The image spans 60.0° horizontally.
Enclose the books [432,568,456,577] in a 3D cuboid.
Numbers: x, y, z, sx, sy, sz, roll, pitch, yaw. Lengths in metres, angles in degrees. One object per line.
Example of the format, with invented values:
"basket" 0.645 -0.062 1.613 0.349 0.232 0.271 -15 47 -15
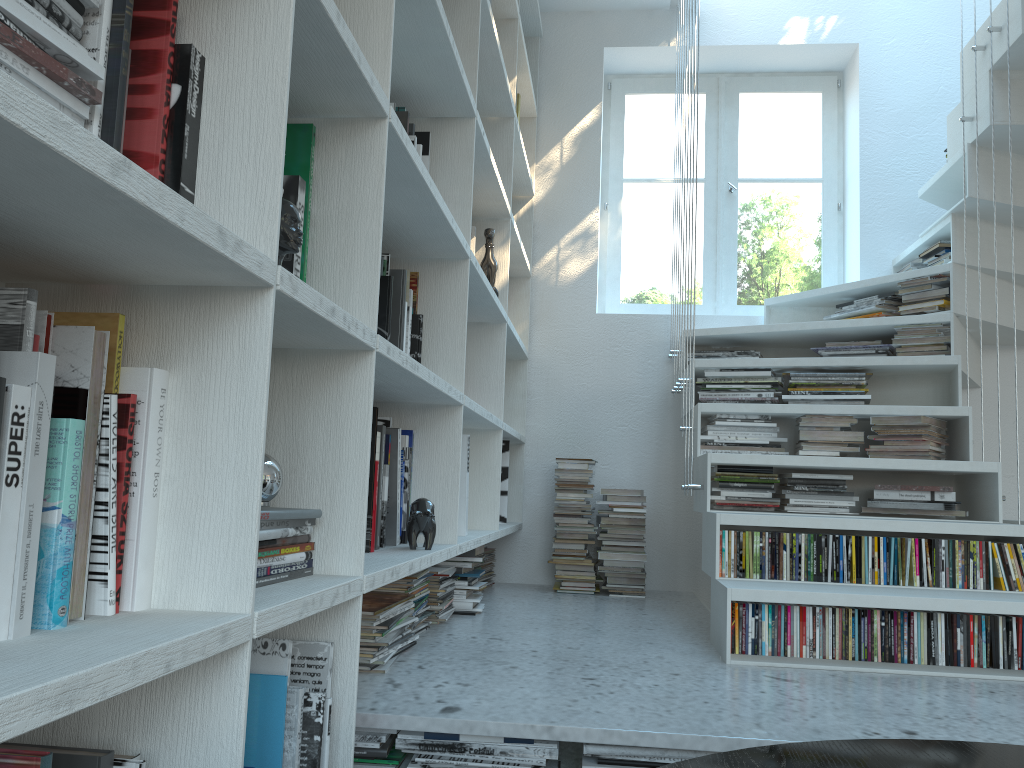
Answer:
"books" -0.278 0.575 2.759 0.205 0.007 0.368 2 -7 1

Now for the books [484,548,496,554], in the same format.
"books" -0.197 0.665 3.543 0.207 0.008 0.328 1 -7 11

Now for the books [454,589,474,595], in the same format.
"books" -0.236 0.666 2.888 0.209 0.013 0.149 1 -7 9

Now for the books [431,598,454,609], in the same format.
"books" -0.287 0.666 2.750 0.205 0.007 0.368 2 -7 3

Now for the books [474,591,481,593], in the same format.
"books" -0.242 0.748 3.132 0.203 0.009 0.321 1 -7 11

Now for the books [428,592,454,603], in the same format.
"books" -0.290 0.651 2.752 0.207 0.008 0.328 2 -7 4

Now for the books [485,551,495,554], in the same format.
"books" -0.208 0.673 3.545 0.207 0.008 0.328 0 -7 15

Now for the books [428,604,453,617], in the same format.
"books" -0.294 0.688 2.749 0.205 0.007 0.368 1 -7 7

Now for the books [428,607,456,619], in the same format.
"books" -0.288 0.696 2.747 0.207 0.008 0.328 1 -7 9

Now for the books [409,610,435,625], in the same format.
"books" -0.322 0.626 2.384 0.159 0.007 0.285 1 -7 11

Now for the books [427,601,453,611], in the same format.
"books" -0.293 0.673 2.750 0.207 0.008 0.328 2 -7 5

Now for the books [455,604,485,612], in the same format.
"books" -0.238 0.722 2.886 0.292 0.008 0.132 2 -7 2

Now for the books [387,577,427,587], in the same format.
"books" -0.321 0.525 2.391 0.159 0.005 0.285 2 -7 2

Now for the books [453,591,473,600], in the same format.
"books" -0.238 0.677 2.874 0.206 0.012 0.183 2 -7 5

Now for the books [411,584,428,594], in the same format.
"books" -0.327 0.552 2.389 0.159 0.005 0.285 2 -7 4

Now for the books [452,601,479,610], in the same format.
"books" -0.238 0.705 2.881 0.244 0.025 0.161 2 -7 5

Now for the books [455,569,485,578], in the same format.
"books" -0.235 0.611 2.887 0.282 0.010 0.169 2 -7 5

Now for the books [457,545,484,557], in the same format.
"books" -0.234 0.531 2.878 0.266 0.035 0.205 1 -7 7

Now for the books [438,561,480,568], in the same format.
"books" -0.234 0.579 2.889 0.243 0.015 0.165 1 -7 9

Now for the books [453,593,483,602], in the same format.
"books" -0.238 0.687 2.872 0.281 0.008 0.168 2 -7 2

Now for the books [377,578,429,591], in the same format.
"books" -0.329 0.536 2.391 0.159 0.005 0.285 2 -7 5

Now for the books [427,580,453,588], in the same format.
"books" -0.291 0.606 2.757 0.205 0.007 0.368 2 -7 5

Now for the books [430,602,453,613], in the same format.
"books" -0.296 0.681 2.750 0.207 0.008 0.328 1 -7 6

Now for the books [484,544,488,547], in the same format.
"books" -0.200 0.647 3.544 0.159 0.009 0.285 1 -7 9

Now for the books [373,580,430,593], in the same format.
"books" -0.329 0.541 2.390 0.159 0.005 0.285 1 -7 7

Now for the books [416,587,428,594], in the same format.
"books" -0.331 0.557 2.389 0.161 0.005 0.254 1 -7 6

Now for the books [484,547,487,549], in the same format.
"books" -0.201 0.656 3.543 0.161 0.009 0.254 1 -7 9

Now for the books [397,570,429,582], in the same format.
"books" -0.323 0.515 2.396 0.159 0.005 0.285 2 -7 3

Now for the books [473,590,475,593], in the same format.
"books" -0.241 0.739 3.133 0.201 0.009 0.360 2 -7 1

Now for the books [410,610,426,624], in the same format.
"books" -0.325 0.619 2.385 0.161 0.007 0.254 2 -7 2

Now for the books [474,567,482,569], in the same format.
"books" -0.239 0.660 3.143 0.199 0.009 0.316 1 -7 11

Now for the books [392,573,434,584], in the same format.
"books" -0.321 0.520 2.395 0.161 0.005 0.254 1 -7 10

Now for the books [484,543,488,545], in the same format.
"books" -0.198 0.639 3.545 0.161 0.009 0.254 1 -7 10

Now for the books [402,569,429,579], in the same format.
"books" -0.319 0.510 2.396 0.161 0.005 0.254 2 -7 1

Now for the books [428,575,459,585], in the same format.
"books" -0.279 0.599 2.757 0.207 0.008 0.328 1 -7 11

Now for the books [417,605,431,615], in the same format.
"books" -0.329 0.611 2.386 0.159 0.007 0.285 1 -7 8

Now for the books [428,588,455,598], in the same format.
"books" -0.292 0.636 2.754 0.207 0.008 0.328 1 -7 7

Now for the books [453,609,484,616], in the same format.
"books" -0.239 0.730 2.875 0.278 0.012 0.159 1 -7 9

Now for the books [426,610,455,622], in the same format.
"books" -0.286 0.704 2.746 0.207 0.008 0.328 2 -7 2

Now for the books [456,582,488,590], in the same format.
"books" -0.236 0.648 2.883 0.292 0.008 0.158 1 -7 9

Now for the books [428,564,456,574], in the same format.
"books" -0.287 0.567 2.761 0.205 0.007 0.368 1 -7 8

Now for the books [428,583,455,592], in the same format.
"books" -0.286 0.621 2.755 0.207 0.008 0.328 2 -7 3

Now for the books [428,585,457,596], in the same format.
"books" -0.286 0.629 2.754 0.205 0.007 0.368 1 -7 9

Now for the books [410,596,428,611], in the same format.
"books" -0.321 0.585 2.387 0.159 0.007 0.285 2 -7 1

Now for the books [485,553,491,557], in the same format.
"books" -0.206 0.680 3.543 0.207 0.008 0.328 1 -7 8

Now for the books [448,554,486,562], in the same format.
"books" -0.233 0.561 2.890 0.285 0.012 0.159 2 -7 2

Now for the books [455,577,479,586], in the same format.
"books" -0.235 0.638 2.888 0.235 0.014 0.166 1 -7 6

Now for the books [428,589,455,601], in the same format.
"books" -0.293 0.643 2.753 0.205 0.007 0.368 1 -7 7

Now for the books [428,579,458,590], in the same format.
"books" -0.288 0.613 2.756 0.207 0.008 0.328 1 -7 8

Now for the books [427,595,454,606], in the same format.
"books" -0.290 0.658 2.751 0.207 0.008 0.328 1 -7 8

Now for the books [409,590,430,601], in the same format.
"books" -0.330 0.571 2.390 0.159 0.007 0.285 1 -7 7

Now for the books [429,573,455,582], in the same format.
"books" -0.287 0.590 2.758 0.207 0.008 0.328 1 -7 8

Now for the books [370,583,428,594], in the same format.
"books" -0.329 0.546 2.390 0.161 0.005 0.254 2 -7 5

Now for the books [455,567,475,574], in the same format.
"books" -0.235 0.595 2.881 0.196 0.019 0.173 1 -7 11

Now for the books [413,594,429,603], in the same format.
"books" -0.330 0.578 2.389 0.161 0.007 0.254 1 -7 7
